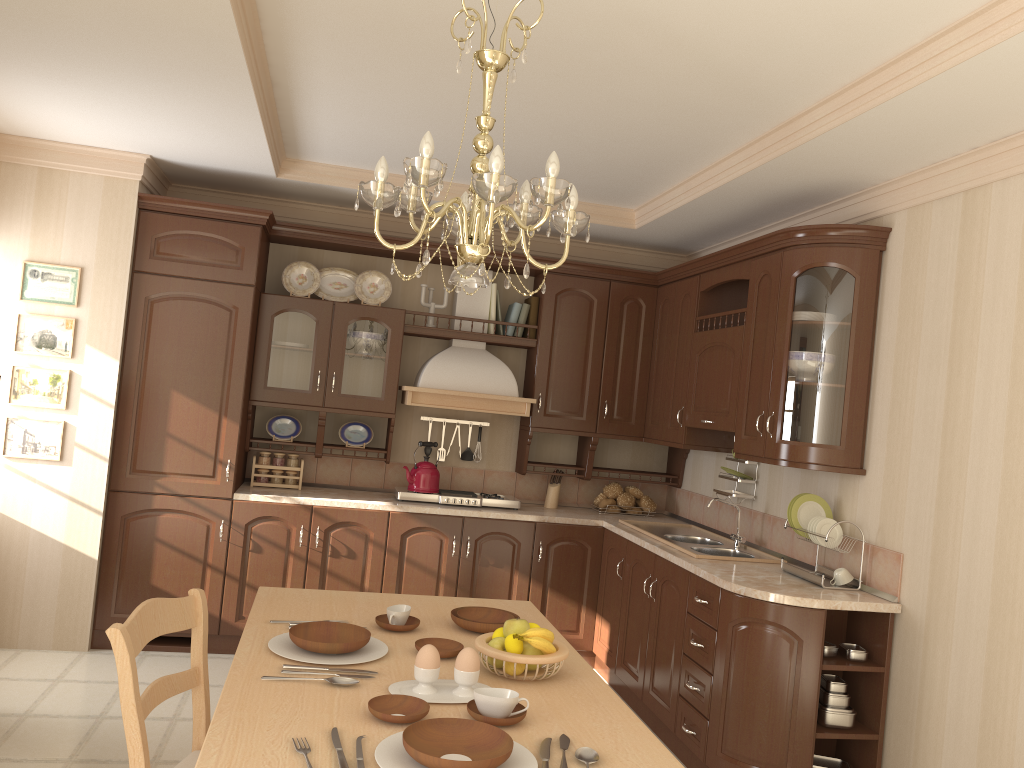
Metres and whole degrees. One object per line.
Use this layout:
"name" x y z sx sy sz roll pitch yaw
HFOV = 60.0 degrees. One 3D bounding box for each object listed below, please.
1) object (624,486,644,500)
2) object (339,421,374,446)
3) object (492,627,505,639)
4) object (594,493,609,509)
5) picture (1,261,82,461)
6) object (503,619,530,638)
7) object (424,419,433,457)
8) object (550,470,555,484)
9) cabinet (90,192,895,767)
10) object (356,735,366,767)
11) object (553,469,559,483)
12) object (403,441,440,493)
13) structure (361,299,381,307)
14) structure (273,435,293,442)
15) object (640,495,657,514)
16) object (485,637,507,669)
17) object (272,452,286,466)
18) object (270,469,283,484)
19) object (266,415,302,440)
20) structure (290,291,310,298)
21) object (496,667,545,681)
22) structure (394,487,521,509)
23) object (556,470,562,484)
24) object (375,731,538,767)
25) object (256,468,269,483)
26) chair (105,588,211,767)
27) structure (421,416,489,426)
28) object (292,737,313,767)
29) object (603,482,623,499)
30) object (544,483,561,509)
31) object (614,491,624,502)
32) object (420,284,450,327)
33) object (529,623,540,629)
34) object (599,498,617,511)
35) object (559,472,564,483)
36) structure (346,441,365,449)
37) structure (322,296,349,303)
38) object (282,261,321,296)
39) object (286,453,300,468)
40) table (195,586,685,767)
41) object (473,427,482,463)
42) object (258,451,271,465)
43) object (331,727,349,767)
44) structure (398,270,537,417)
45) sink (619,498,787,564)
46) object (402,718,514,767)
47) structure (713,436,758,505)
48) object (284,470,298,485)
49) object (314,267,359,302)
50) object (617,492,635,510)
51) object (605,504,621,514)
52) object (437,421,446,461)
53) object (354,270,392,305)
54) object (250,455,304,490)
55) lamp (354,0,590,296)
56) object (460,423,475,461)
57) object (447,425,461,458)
"object" 0.751 0.668 5.474 0.112 0.078 0.125 6 -1 -17
"object" -0.909 0.291 5.175 0.202 0.143 0.071 6 -1 -13
"object" -0.027 0.641 2.248 0.045 0.047 0.055 5 -1 21
"object" 0.555 0.718 5.462 0.123 0.109 0.092 7 -2 -44
"picture" -2.320 -0.112 4.373 0.268 0.964 0.010 6 -1 -11
"object" 0.011 0.618 2.218 0.068 0.061 0.069 6 -1 5
"object" -0.500 0.325 5.362 0.048 0.231 0.015 6 -1 -10
"object" 0.239 0.626 5.416 0.053 0.198 0.027 6 -1 -28
"cabinet" -0.314 0.348 4.212 3.226 2.313 2.436 6 -1 -11
"object" -0.269 0.671 1.590 0.022 0.008 0.218 6 -1 -9
"object" 0.258 0.618 5.440 0.027 0.191 0.052 5 -2 34
"object" -0.495 0.467 5.026 0.181 0.282 0.227 5 -1 12
"structure" -0.812 -0.510 5.134 0.110 0.126 0.080 6 -1 -11
"structure" -1.309 0.266 5.091 0.110 0.126 0.080 6 -1 -11
"object" 0.831 0.737 5.423 0.097 0.106 0.117 5 -2 34
"object" -0.030 0.663 2.190 0.074 0.076 0.072 7 -2 -36
"object" -1.327 0.430 5.049 0.068 0.088 0.068 6 -1 5
"object" -1.337 0.530 5.047 0.068 0.088 0.068 6 -1 5
"object" -1.310 0.249 5.095 0.202 0.143 0.071 6 -1 -13
"structure" -1.202 -0.550 5.055 0.110 0.126 0.080 6 -1 -11
"object" 0.019 0.712 2.204 0.128 0.011 0.128 5 -1 30
"structure" -0.313 0.652 5.110 0.710 0.054 0.325 6 -1 -11
"object" 0.276 0.624 5.411 0.053 0.198 0.027 6 -1 -28
"object" -0.101 0.687 1.623 0.299 0.009 0.299 7 -2 -33
"object" -1.412 0.522 5.025 0.068 0.088 0.068 6 -1 5
"chair" -0.726 1.000 2.251 0.517 0.846 0.462 6 -1 5
"structure" -0.345 0.227 5.403 0.422 0.020 0.008 6 -1 -11
"object" -0.359 0.663 1.558 0.028 0.004 0.218 6 -1 -21
"object" 0.618 0.652 5.429 0.118 0.105 0.100 6 -1 -17
"object" 0.255 0.679 5.414 0.078 0.148 0.151 5 -1 26
"object" 0.660 0.700 5.492 0.110 0.092 0.113 5 -2 41
"object" -0.485 -0.454 5.235 0.174 0.248 0.163 5 -2 41
"object" 0.049 0.630 2.254 0.054 0.046 0.047 5 -1 30
"object" 0.580 0.737 5.395 0.104 0.092 0.114 5 -2 35
"object" 0.290 0.616 5.447 0.050 0.159 0.022 7 -2 -42
"structure" -0.908 0.307 5.171 0.110 0.126 0.080 6 -1 -11
"structure" -1.019 -0.530 5.148 0.154 0.126 0.080 6 -1 -11
"object" -1.201 -0.601 5.058 0.220 0.210 0.068 6 -1 -13
"object" -1.252 0.438 5.070 0.068 0.088 0.068 6 -1 5
"table" -0.255 1.078 2.162 0.900 0.774 1.567 6 -1 -11
"object" -0.203 0.371 5.424 0.049 0.219 0.049 7 -2 -34
"object" -1.402 0.422 5.027 0.068 0.088 0.068 6 -1 5
"object" -0.316 0.667 1.620 0.018 0.008 0.212 6 -1 -17
"structure" -0.240 -0.267 5.215 0.753 0.845 0.455 6 -1 -11
"sink" 0.934 0.733 4.524 0.448 0.348 1.077 6 -1 -11
"object" -0.100 0.669 1.623 0.204 0.042 0.204 7 -2 -41
"structure" 1.174 0.444 4.645 0.131 0.361 0.256 6 -1 -11
"object" -1.262 0.538 5.068 0.068 0.088 0.068 6 -1 5
"object" -1.014 -0.578 5.154 0.342 0.209 0.073 6 -1 -10
"object" 0.692 0.710 5.396 0.110 0.102 0.115 5 -1 17
"object" 0.613 0.760 5.424 0.119 0.058 0.114 4 -2 43
"object" -0.421 0.346 5.381 0.051 0.245 0.003 6 -1 -11
"object" -0.805 -0.560 5.139 0.220 0.210 0.068 6 -1 -13
"object" -1.337 0.502 5.048 0.276 0.170 0.140 6 -1 -16
"lamp" -0.056 -0.718 2.142 0.501 0.982 0.502 7 -2 -42
"object" -0.264 0.354 5.425 0.088 0.236 0.028 6 -1 -12
"object" -0.345 0.347 5.395 0.089 0.195 0.005 6 -1 -11
